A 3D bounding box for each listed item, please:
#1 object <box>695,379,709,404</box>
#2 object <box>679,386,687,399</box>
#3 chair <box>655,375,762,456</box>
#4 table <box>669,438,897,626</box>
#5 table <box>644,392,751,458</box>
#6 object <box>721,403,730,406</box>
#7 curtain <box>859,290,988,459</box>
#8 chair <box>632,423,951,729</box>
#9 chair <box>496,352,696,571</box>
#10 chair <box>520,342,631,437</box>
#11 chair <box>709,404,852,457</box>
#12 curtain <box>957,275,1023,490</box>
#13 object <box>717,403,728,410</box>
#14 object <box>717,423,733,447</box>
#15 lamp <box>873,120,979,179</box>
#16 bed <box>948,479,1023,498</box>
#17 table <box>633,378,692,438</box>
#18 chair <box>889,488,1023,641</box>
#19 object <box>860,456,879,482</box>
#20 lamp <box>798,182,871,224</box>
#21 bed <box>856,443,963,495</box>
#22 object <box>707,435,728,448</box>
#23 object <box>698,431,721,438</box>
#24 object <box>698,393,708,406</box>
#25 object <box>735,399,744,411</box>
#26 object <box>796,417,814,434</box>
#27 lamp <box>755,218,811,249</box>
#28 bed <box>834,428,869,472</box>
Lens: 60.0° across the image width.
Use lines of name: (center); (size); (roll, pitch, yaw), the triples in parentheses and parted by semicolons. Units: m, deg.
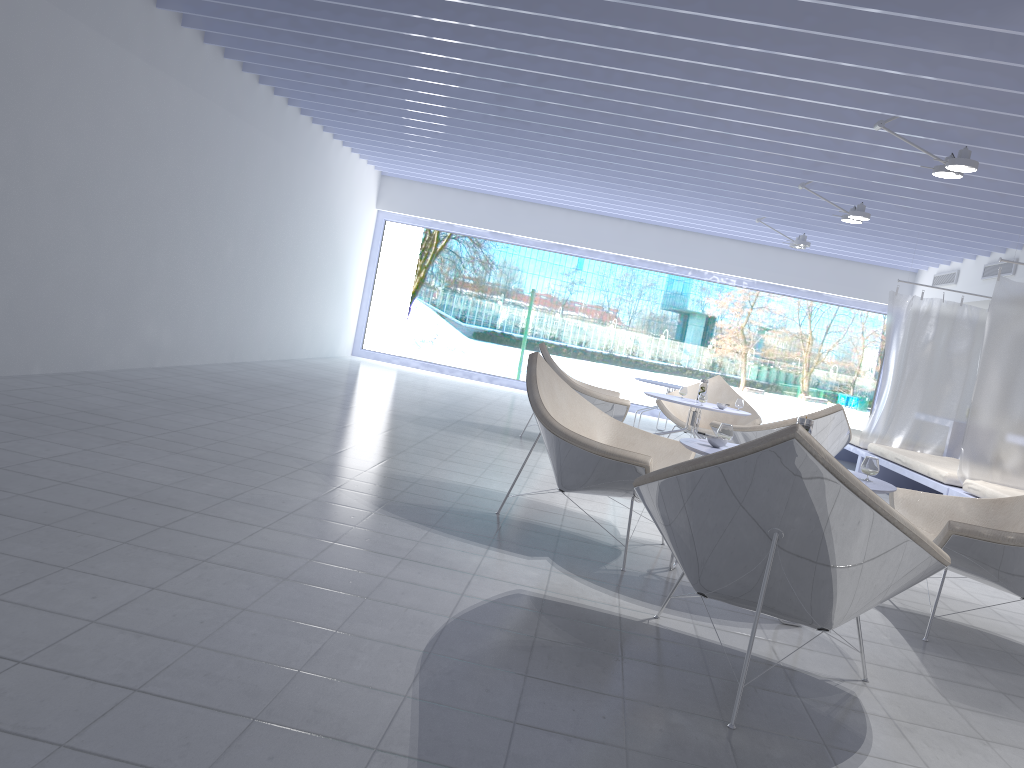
object: (1.463, 0.055, 6.813); (0.075, 0.189, 0.075); (11, 4, -3)
object: (1.363, 0.067, 7.063); (0.068, 0.091, 0.068); (13, 4, 28)
chair: (1.717, 0.292, 7.766); (0.906, 0.759, 0.753); (12, 4, 16)
table: (1.015, 0.568, 3.488); (0.825, 0.534, 0.823); (10, 4, -18)
table: (1.366, 0.405, 6.816); (0.825, 0.534, 0.823); (11, 4, -4)
object: (1.558, 0.150, 6.493); (0.012, 0.016, 0.098); (9, 4, -28)
curtain: (4.474, 0.041, 8.479); (2.050, 1.552, 0.151); (11, 4, 5)
chair: (0.737, 0.468, 2.485); (0.906, 0.759, 0.753); (13, 4, 20)
chair: (0.338, 0.293, 3.874); (0.753, 0.759, 0.906); (13, 4, 23)
chair: (0.501, 0.111, 6.938); (0.753, 0.759, 0.906); (11, 4, 1)
chair: (1.890, 0.449, 5.992); (0.906, 0.759, 0.753); (9, 4, -24)
curtain: (4.278, 0.178, 6.273); (1.998, 1.559, 0.125); (11, 4, 4)
object: (1.544, 0.165, 6.524); (0.082, 0.043, 0.082); (9, 4, -26)
object: (0.879, 0.210, 3.661); (0.068, 0.091, 0.068); (11, 4, -5)
lamp: (2.433, -1.401, 5.258); (0.587, 0.218, 0.380); (11, 4, 5)
bed: (4.021, 1.093, 5.241); (2.022, 0.422, 2.200); (11, 4, 5)
table: (1.668, 0.275, 9.521); (0.823, 0.534, 0.825); (8, 5, -38)
chair: (1.992, 0.640, 3.551); (0.753, 0.759, 0.906); (12, 4, 9)
object: (1.365, 0.324, 3.385); (0.068, 0.091, 0.068); (11, 4, -5)
lamp: (2.651, -1.503, 7.334); (0.587, 0.218, 0.380); (11, 4, 5)
bed: (4.236, 0.979, 7.433); (2.016, 0.427, 2.200); (11, 4, 5)
object: (0.813, 0.231, 3.520); (0.082, 0.043, 0.082); (12, 4, 7)
object: (0.786, 0.205, 3.526); (0.098, 0.016, 0.012); (11, 4, 5)
object: (1.398, 0.114, 6.495); (0.068, 0.091, 0.068); (14, 5, 34)
object: (1.748, 0.160, 6.815); (0.068, 0.091, 0.068); (11, 4, -2)
object: (1.120, 0.225, 3.437); (0.075, 0.185, 0.075); (9, 5, -32)
lamp: (2.871, -1.606, 9.429); (0.587, 0.218, 0.380); (11, 4, 5)
bed: (4.481, 0.877, 9.627); (2.022, 0.422, 2.200); (11, 4, 5)
